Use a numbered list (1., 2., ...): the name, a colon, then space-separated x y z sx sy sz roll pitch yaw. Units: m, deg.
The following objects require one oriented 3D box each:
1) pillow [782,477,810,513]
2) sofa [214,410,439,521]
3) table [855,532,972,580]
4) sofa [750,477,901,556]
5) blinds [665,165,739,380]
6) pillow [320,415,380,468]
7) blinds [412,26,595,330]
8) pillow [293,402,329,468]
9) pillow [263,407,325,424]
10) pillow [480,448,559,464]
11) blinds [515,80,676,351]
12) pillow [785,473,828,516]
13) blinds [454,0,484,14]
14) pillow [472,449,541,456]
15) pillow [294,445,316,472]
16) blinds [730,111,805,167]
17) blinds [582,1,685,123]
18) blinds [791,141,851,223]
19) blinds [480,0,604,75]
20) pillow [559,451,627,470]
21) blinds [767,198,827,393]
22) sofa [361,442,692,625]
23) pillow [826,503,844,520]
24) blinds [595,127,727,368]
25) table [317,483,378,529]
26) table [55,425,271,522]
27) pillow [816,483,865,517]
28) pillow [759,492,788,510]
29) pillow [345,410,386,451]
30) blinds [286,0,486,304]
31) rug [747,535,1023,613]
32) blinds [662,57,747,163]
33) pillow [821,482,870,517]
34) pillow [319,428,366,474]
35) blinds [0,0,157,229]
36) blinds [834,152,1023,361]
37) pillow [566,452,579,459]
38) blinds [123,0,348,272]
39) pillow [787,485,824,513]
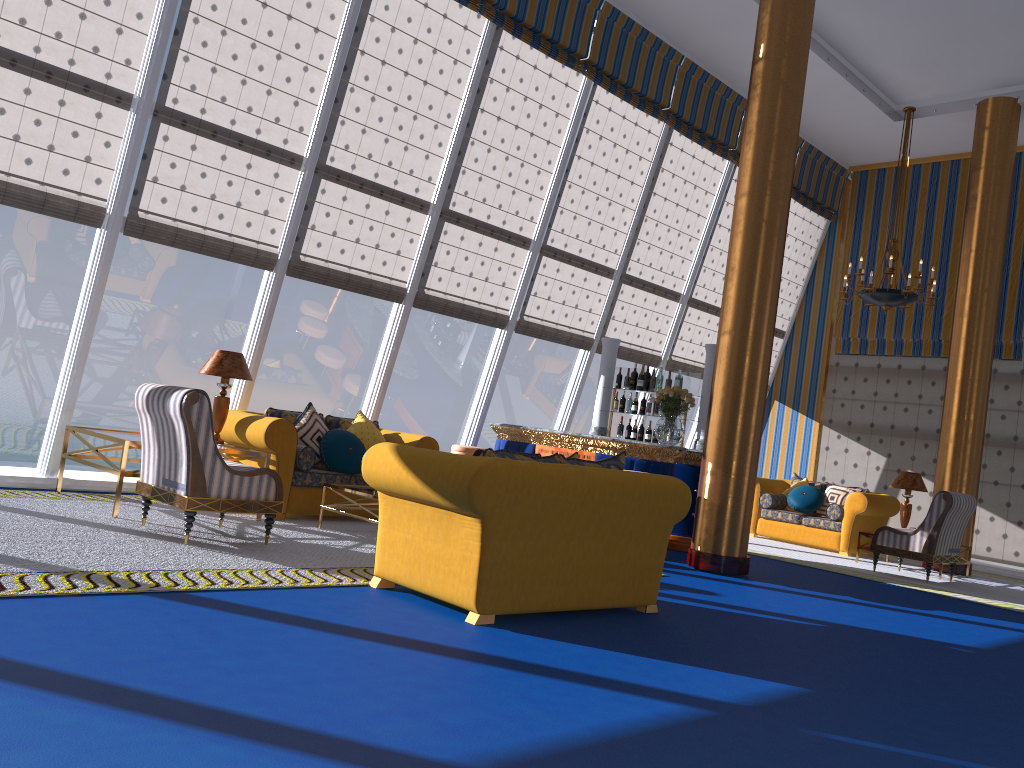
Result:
1. pillow: 3.984 1.524 12.189 0.234 0.491 0.604 10 -4 -39
2. sofa: -1.715 0.764 8.132 0.990 0.854 1.867 5 -4 45
3. table: 4.739 2.016 10.467 0.964 0.369 0.917 5 -4 45
4. sofa: 4.132 1.787 12.042 1.023 0.854 1.827 11 -4 -43
5. blinds: 3.177 -1.756 12.826 0.864 3.393 1.381 5 -4 45
6. pillow: -1.561 0.589 8.441 0.243 0.546 0.618 5 -4 43
7. blinds: -0.038 -2.371 9.597 0.864 3.393 1.381 5 -4 45
8. pillow: -1.763 0.475 7.886 0.277 0.619 0.699 5 -4 43
9. pillow: -1.989 0.506 8.010 0.243 0.549 0.615 5 -4 43
10. pillow: -0.012 0.661 4.997 0.621 0.609 0.336 10 -4 -40
11. blinds: 1.044 -2.164 10.684 0.864 3.393 1.381 5 -4 45
12. pillow: 4.056 1.587 12.331 0.358 0.672 0.594 10 -4 -36
13. blinds: -0.794 -4.098 8.128 0.335 0.830 1.542 5 -4 45
14. pillow: -0.149 0.592 5.134 0.324 0.455 0.527 5 -4 45
15. pillow: -1.842 0.618 7.557 0.369 0.219 0.176 5 -4 45
16. blinds: 3.567 -3.264 12.509 0.335 0.830 1.542 5 -4 45
17. blinds: 1.386 -3.681 10.319 0.335 0.830 1.542 5 -4 45
18. blinds: 4.658 -3.056 13.606 0.335 0.830 1.542 5 -4 45
19. blinds: 0.294 -3.890 9.222 0.335 0.830 1.542 5 -4 45
20. pillow: 0.406 0.710 5.424 0.607 0.672 0.350 10 -4 -37
21. blinds: 4.226 -1.555 13.881 0.864 3.393 1.381 5 -4 45
22. sofa: 0.100 0.867 5.305 1.869 0.854 1.000 11 -4 -43
23. pillow: 4.247 1.659 11.458 0.377 0.219 0.212 10 -4 -40
24. blinds: 2.085 -1.965 11.730 0.864 3.393 1.381 5 -4 45
25. table: -0.885 1.069 7.122 0.964 0.369 0.917 5 -4 45
26. table: -2.804 0.717 7.129 1.224 0.549 1.164 5 -4 45
27. pillow: 4.340 1.568 11.773 0.516 0.455 0.331 5 -4 45
28. pillow: 3.585 1.609 12.175 0.382 0.219 0.212 10 -4 -40
29. pillow: -1.378 0.545 8.270 0.581 0.583 0.326 9 -3 -25
30. blinds: -1.098 -2.573 8.532 0.864 3.393 1.381 5 -4 45
31. rug: 4.180 2.149 10.834 6.187 0.011 3.635 5 -4 45
32. blinds: 2.478 -3.472 11.416 0.335 0.830 1.542 5 -4 45
33. pillow: 4.467 1.652 11.919 0.343 0.609 0.607 10 -4 -39
34. pillow: -1.502 0.606 7.917 0.478 0.404 0.316 10 -3 -31
35. blinds: -3.235 -2.982 6.385 0.864 3.393 1.381 5 -4 45
36. blinds: 6.127 -1.859 12.955 2.631 2.989 0.154 5 -4 45
37. pillow: 0.271 0.650 5.502 0.618 0.491 0.229 10 -4 -39
38. blinds: -2.154 -2.775 7.472 0.864 3.393 1.381 5 -4 45
39. pillow: 3.935 1.542 11.891 0.459 0.367 0.392 7 -3 6
